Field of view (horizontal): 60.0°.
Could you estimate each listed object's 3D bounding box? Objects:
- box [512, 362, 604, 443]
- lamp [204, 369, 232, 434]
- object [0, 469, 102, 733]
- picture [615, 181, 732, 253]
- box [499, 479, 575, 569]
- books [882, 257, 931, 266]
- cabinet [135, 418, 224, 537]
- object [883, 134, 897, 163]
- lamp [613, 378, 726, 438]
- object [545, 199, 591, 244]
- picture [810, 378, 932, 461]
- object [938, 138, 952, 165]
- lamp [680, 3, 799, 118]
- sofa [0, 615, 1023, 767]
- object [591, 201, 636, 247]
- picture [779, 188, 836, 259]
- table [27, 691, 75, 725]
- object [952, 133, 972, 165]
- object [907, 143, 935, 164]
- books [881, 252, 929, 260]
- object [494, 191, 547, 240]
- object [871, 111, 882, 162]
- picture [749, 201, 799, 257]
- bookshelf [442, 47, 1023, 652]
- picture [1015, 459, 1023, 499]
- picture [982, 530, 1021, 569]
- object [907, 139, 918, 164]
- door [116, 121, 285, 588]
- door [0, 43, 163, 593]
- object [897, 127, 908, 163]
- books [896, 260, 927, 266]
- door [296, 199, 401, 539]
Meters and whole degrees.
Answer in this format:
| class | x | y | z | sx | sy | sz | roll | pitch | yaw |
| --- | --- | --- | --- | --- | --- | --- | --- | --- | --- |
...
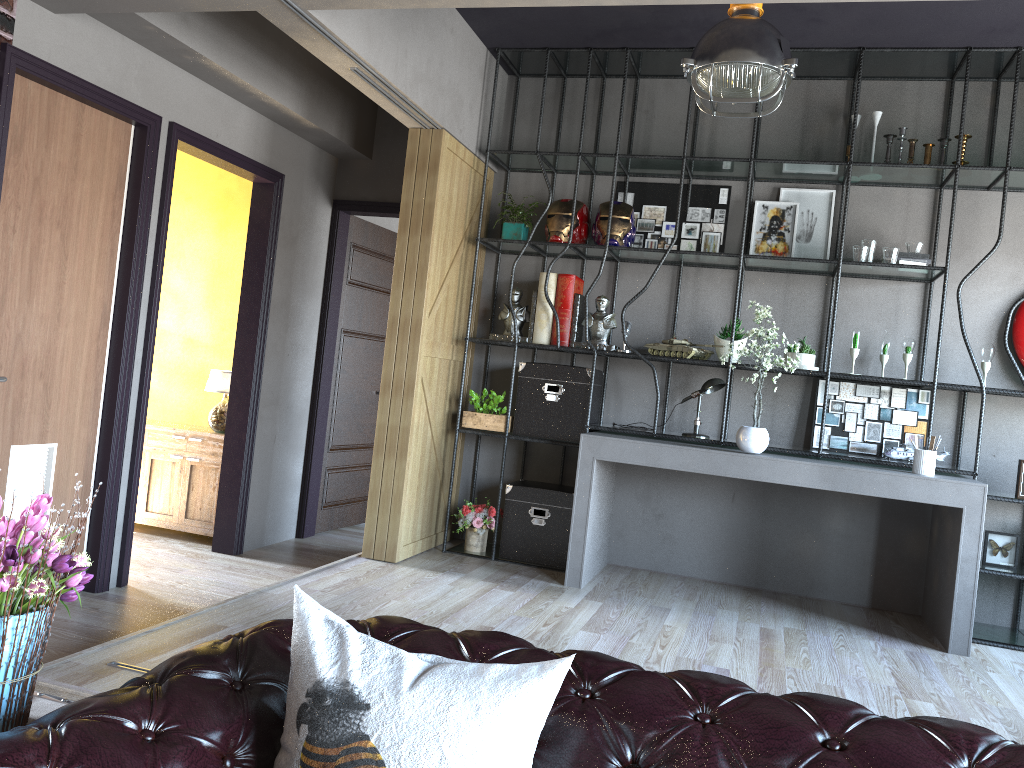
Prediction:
| class | x | y | z | sx | sy | sz | roll | pitch | yaw |
| --- | --- | --- | --- | --- | --- | --- | --- | --- | --- |
| box | 0.304 | 0.115 | 5.762 | 0.489 | 0.481 | 0.373 | 6 | 0 | 16 |
| lamp | -2.051 | 0.428 | 6.264 | 0.291 | 1.045 | 0.441 | 6 | 0 | -10 |
| object | -0.972 | 0.400 | 1.646 | 0.352 | 0.484 | 0.349 | 6 | 0 | -43 |
| picture | 1.036 | -1.075 | 5.837 | 0.749 | 0.503 | 0.058 | 6 | 0 | 16 |
| box | 0.218 | 0.896 | 5.755 | 0.489 | 0.481 | 0.373 | 6 | 0 | 16 |
| books | 2.354 | -0.729 | 5.302 | 0.243 | 0.024 | 0.175 | 6 | 0 | 12 |
| cabinet | -2.543 | 0.661 | 6.395 | 1.432 | 0.750 | 0.408 | 6 | 0 | 16 |
| object | 2.229 | -1.368 | 5.250 | 0.084 | 0.233 | 0.084 | 6 | -1 | 43 |
| lamp | 0.996 | 0.123 | 5.586 | 0.740 | 0.371 | 0.204 | 6 | 0 | 41 |
| object | 0.351 | -1.046 | 5.763 | 0.280 | 0.327 | 0.399 | 6 | 0 | 21 |
| picture | 2.190 | 0.217 | 5.411 | 0.666 | 0.447 | 0.051 | 6 | 0 | 16 |
| object | 2.532 | -1.334 | 5.211 | 0.084 | 0.233 | 0.084 | 6 | 0 | -3 |
| lamp | 1.078 | -1.850 | 4.159 | 0.534 | 1.149 | 0.515 | 6 | 0 | -6 |
| sofa | 0.424 | 0.982 | 1.215 | 2.567 | 0.838 | 1.239 | 6 | 0 | 16 |
| object | 0.655 | -1.012 | 5.672 | 0.280 | 0.327 | 0.399 | 6 | 0 | 6 |
| picture | 1.833 | -0.977 | 5.568 | 0.332 | 0.515 | 0.119 | 6 | 0 | 16 |
| table | -1.023 | 0.935 | 1.638 | 0.417 | 0.609 | 0.405 | 6 | 0 | 16 |
| object | 2.583 | -1.328 | 5.094 | 0.130 | 0.232 | 0.130 | 6 | 0 | -6 |
| object | 2.404 | -1.307 | 5.131 | 0.190 | 0.152 | 0.189 | 6 | 0 | 39 |
| books | 2.346 | -0.756 | 5.299 | 0.225 | 0.029 | 0.179 | 6 | 0 | 8 |
| object | 0.027 | -1.084 | 5.875 | 0.324 | 0.339 | 0.295 | 6 | 0 | -27 |
| object | 2.193 | -1.452 | 5.376 | 0.128 | 0.390 | 0.128 | 6 | 0 | -24 |
| picture | 1.646 | -0.947 | 5.577 | 0.268 | 0.414 | 0.101 | 6 | 0 | 16 |
| bookshelf | 1.926 | -0.298 | 5.315 | 4.485 | 3.283 | 0.526 | 6 | 0 | 16 |
| picture | 2.929 | 0.537 | 4.829 | 0.313 | 0.212 | 0.049 | 6 | 0 | 16 |
| picture | 2.744 | 0.929 | 4.976 | 0.172 | 0.190 | 0.036 | 6 | 0 | 16 |
| object | 2.386 | -1.347 | 5.305 | 0.080 | 0.226 | 0.080 | 6 | 0 | -11 |
| door | -2.337 | -0.206 | 5.514 | 1.099 | 2.544 | 1.149 | 6 | 0 | 16 |
| door | -2.246 | -0.187 | 4.268 | 0.219 | 2.540 | 1.002 | 6 | 0 | 16 |
| object | 2.265 | -1.369 | 5.164 | 0.100 | 0.243 | 0.100 | 6 | 0 | 25 |
| books | 2.338 | -0.707 | 5.304 | 0.166 | 0.024 | 0.227 | 6 | 0 | -5 |
| door | -0.790 | -0.044 | 7.008 | 1.150 | 2.544 | 1.128 | 6 | 0 | 16 |
